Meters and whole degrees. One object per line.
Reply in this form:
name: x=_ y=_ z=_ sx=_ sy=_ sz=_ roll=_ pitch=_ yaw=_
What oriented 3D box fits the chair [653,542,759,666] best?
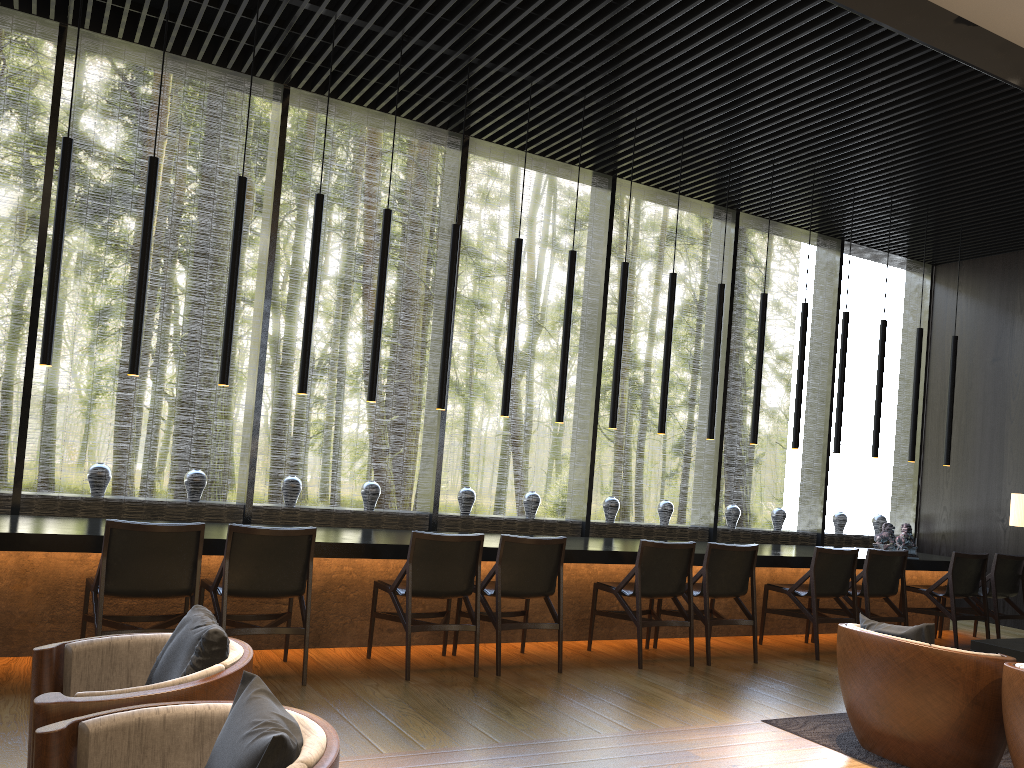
chair: x=1.421 y=1.530 z=6.336 sx=0.527 sy=0.825 sz=0.563 roll=6 pitch=-3 yaw=-28

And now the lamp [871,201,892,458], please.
lamp: x=3.403 y=-0.529 z=8.109 sx=0.060 sy=2.415 sz=0.060 roll=6 pitch=-2 yaw=-34

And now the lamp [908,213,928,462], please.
lamp: x=3.846 y=-0.470 z=8.353 sx=0.060 sy=2.415 sz=0.060 roll=6 pitch=-2 yaw=-34

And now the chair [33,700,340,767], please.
chair: x=-0.705 y=1.054 z=1.902 sx=0.607 sy=0.602 sz=0.804 roll=7 pitch=-5 yaw=-28

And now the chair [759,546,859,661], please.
chair: x=2.328 y=1.650 z=6.834 sx=0.527 sy=0.825 sz=0.563 roll=6 pitch=-3 yaw=-28

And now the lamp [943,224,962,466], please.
lamp: x=4.298 y=-0.411 z=8.601 sx=0.060 sy=2.415 sz=0.060 roll=6 pitch=-2 yaw=-34

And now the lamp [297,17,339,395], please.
lamp: x=-1.214 y=-1.138 z=5.575 sx=0.060 sy=2.415 sz=0.060 roll=6 pitch=-2 yaw=-34

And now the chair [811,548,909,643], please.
chair: x=2.830 y=1.716 z=7.110 sx=0.527 sy=0.825 sz=0.563 roll=6 pitch=-3 yaw=-28

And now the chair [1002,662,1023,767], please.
chair: x=2.295 y=1.441 z=3.452 sx=0.607 sy=0.602 sz=0.804 roll=7 pitch=-5 yaw=-28

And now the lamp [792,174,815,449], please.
lamp: x=2.523 y=-0.645 z=7.627 sx=0.060 sy=2.415 sz=0.060 roll=6 pitch=-2 yaw=-34

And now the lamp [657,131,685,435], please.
lamp: x=1.259 y=-0.812 z=6.933 sx=0.060 sy=2.415 sz=0.060 roll=6 pitch=-2 yaw=-34

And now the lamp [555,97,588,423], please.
lamp: x=0.442 y=-0.919 z=6.484 sx=0.060 sy=2.415 sz=0.060 roll=6 pitch=-2 yaw=-34

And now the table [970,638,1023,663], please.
table: x=2.885 y=1.608 z=4.312 sx=0.577 sy=0.516 sz=1.043 roll=7 pitch=-5 yaw=-28

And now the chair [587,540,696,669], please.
chair: x=0.918 y=1.464 z=6.060 sx=0.527 sy=0.825 sz=0.563 roll=6 pitch=-3 yaw=-28

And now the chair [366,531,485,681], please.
chair: x=-0.491 y=1.278 z=5.286 sx=0.527 sy=0.825 sz=0.563 roll=6 pitch=-3 yaw=-28

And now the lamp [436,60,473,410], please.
lamp: x=-0.386 y=-1.029 z=6.030 sx=0.060 sy=2.415 sz=0.060 roll=6 pitch=-2 yaw=-34

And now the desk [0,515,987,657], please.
desk: x=-8.195 y=0.333 z=1.482 sx=28.801 sy=0.758 sz=1.781 roll=8 pitch=-6 yaw=-29

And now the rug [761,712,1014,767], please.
rug: x=2.781 y=1.859 z=4.315 sx=2.247 sy=0.008 sz=2.042 roll=7 pitch=-6 yaw=-28

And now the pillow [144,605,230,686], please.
pillow: x=-0.995 y=0.889 z=2.716 sx=0.223 sy=0.361 sz=0.399 roll=6 pitch=-4 yaw=-28

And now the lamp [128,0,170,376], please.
lamp: x=-2.070 y=-1.251 z=5.106 sx=0.060 sy=2.415 sz=0.060 roll=6 pitch=-2 yaw=-34

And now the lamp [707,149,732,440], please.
lamp: x=1.694 y=-0.754 z=7.171 sx=0.060 sy=2.415 sz=0.060 roll=6 pitch=-2 yaw=-34

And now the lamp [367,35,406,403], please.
lamp: x=-0.817 y=-1.085 z=5.793 sx=0.060 sy=2.415 sz=0.060 roll=5 pitch=-2 yaw=-24

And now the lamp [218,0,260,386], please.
lamp: x=-1.632 y=-1.193 z=5.346 sx=0.060 sy=2.415 sz=0.060 roll=5 pitch=-2 yaw=-24

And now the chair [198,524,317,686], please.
chair: x=-1.376 y=1.161 z=4.801 sx=0.527 sy=0.825 sz=0.563 roll=6 pitch=-3 yaw=-28

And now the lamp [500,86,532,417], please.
lamp: x=0.046 y=-0.972 z=6.267 sx=0.060 sy=2.415 sz=0.060 roll=5 pitch=-2 yaw=-24

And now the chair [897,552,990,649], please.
chair: x=3.738 y=1.836 z=7.608 sx=0.527 sy=0.825 sz=0.563 roll=6 pitch=-3 yaw=-28

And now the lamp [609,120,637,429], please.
lamp: x=0.855 y=-0.865 z=6.711 sx=0.060 sy=2.415 sz=0.060 roll=6 pitch=-2 yaw=-34

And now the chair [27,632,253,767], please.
chair: x=-1.116 y=1.091 z=2.653 sx=0.607 sy=0.602 sz=0.804 roll=7 pitch=-5 yaw=-28

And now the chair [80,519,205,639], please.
chair: x=-1.879 y=1.095 z=4.525 sx=0.527 sy=0.825 sz=0.563 roll=6 pitch=-3 yaw=-28

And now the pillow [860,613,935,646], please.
pillow: x=1.795 y=1.253 z=4.155 sx=0.205 sy=0.337 sz=0.442 roll=6 pitch=-4 yaw=-21

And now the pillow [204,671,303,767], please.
pillow: x=-0.581 y=0.856 z=1.964 sx=0.205 sy=0.337 sz=0.442 roll=6 pitch=-4 yaw=-21

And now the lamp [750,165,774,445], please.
lamp: x=2.104 y=-0.700 z=7.397 sx=0.060 sy=2.415 sz=0.060 roll=6 pitch=-2 yaw=-34

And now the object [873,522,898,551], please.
object: x=3.306 y=1.376 z=7.826 sx=0.207 sy=0.309 sz=0.162 roll=2 pitch=-4 yaw=41

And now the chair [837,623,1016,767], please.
chair: x=1.884 y=1.478 z=4.202 sx=0.607 sy=0.602 sz=0.804 roll=7 pitch=-5 yaw=-28

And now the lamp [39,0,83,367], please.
lamp: x=-2.459 y=-1.302 z=4.892 sx=0.060 sy=2.415 sz=0.060 roll=6 pitch=-2 yaw=-34

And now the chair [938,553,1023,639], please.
chair: x=4.240 y=1.902 z=7.884 sx=0.527 sy=0.825 sz=0.563 roll=6 pitch=-3 yaw=-28

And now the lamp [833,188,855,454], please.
lamp: x=2.967 y=-0.586 z=7.870 sx=0.060 sy=2.415 sz=0.060 roll=6 pitch=-2 yaw=-34

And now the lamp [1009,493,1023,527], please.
lamp: x=3.350 y=1.354 z=5.628 sx=0.375 sy=1.348 sz=0.376 roll=5 pitch=-2 yaw=1

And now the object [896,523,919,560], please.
object: x=3.527 y=1.403 z=7.942 sx=0.163 sy=0.312 sz=0.209 roll=5 pitch=-3 yaw=-3

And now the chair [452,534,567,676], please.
chair: x=0.011 y=1.344 z=5.562 sx=0.527 sy=0.825 sz=0.563 roll=6 pitch=-3 yaw=-28
